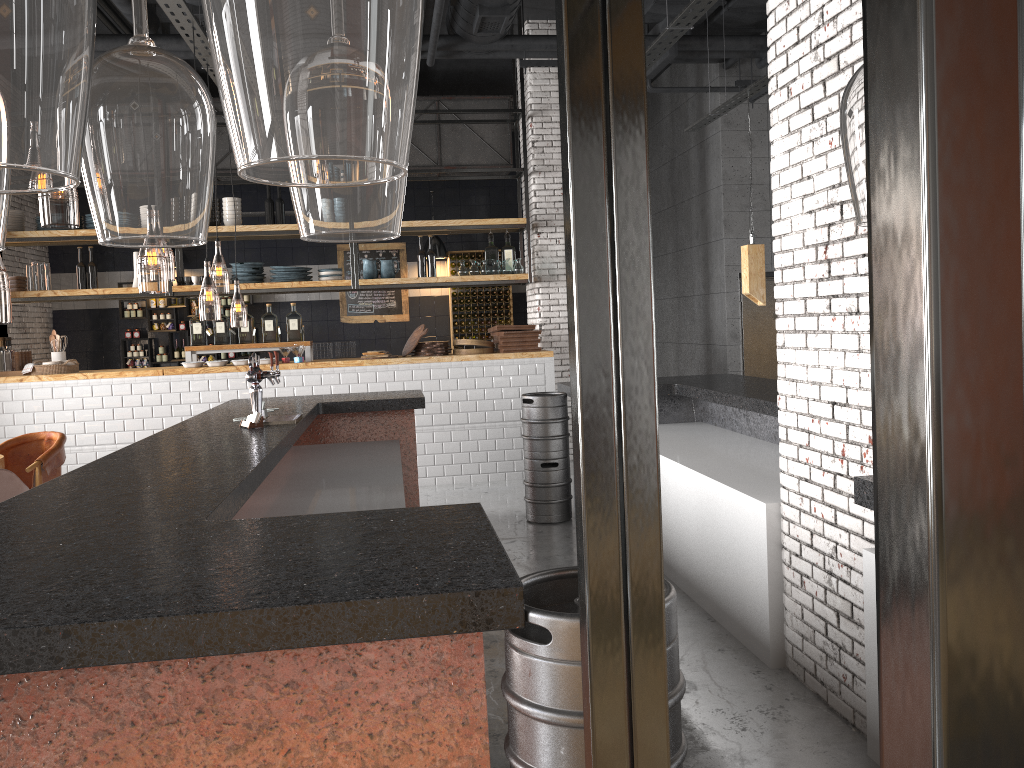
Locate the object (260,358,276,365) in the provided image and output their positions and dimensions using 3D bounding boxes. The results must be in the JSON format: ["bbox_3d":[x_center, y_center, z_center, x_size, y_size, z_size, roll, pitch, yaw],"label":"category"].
[{"bbox_3d":[-2.483,-0.231,8.943,0.216,0.060,0.324,-3,4,-8],"label":"object"}]

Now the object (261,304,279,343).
[{"bbox_3d":[-2.527,-0.634,9.253,0.154,0.404,0.154,-3,3,-8],"label":"object"}]

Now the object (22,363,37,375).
[{"bbox_3d":[-4.656,-0.156,8.727,0.187,0.110,0.283,0,4,29],"label":"object"}]

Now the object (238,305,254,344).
[{"bbox_3d":[-2.768,-0.621,9.224,0.154,0.404,0.154,-3,3,-8],"label":"object"}]

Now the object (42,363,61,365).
[{"bbox_3d":[-4.510,-0.166,8.689,0.160,0.075,0.161,-5,4,-30],"label":"object"}]

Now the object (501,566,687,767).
[{"bbox_3d":[0.188,0.955,1.938,0.399,1.034,0.398,-1,3,27],"label":"object"}]

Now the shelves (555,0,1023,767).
[{"bbox_3d":[0.710,-0.971,0.618,3.660,5.014,0.690,-3,3,-8],"label":"shelves"}]

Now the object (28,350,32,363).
[{"bbox_3d":[-4.922,-0.226,9.036,0.056,0.248,0.056,0,4,45],"label":"object"}]

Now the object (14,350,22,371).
[{"bbox_3d":[-4.886,-0.210,8.778,0.056,0.248,0.056,0,4,45],"label":"object"}]

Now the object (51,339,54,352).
[{"bbox_3d":[-4.577,-0.286,8.898,0.052,0.328,0.071,0,3,38],"label":"object"}]

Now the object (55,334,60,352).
[{"bbox_3d":[-4.537,-0.312,8.862,0.033,0.369,0.137,-5,4,-41],"label":"object"}]

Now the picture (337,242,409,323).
[{"bbox_3d":[-1.999,-1.452,12.787,0.980,1.141,0.021,-3,3,-8],"label":"picture"}]

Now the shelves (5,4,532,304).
[{"bbox_3d":[-2.693,-2.501,9.456,5.677,3.063,0.598,-3,3,-8],"label":"shelves"}]

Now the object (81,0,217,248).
[{"bbox_3d":[-0.278,-0.240,0.667,0.101,0.267,0.101,-5,4,-44],"label":"object"}]

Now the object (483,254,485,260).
[{"bbox_3d":[-0.374,-1.828,12.688,0.079,0.079,0.284,-3,4,-8],"label":"object"}]

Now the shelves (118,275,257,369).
[{"bbox_3d":[-4.481,-0.741,12.301,1.761,1.481,0.157,-3,3,-8],"label":"shelves"}]

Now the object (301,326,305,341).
[{"bbox_3d":[-2.172,-0.527,9.226,0.034,0.163,0.061,-1,3,25],"label":"object"}]

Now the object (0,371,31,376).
[{"bbox_3d":[-5.034,-0.108,8.874,0.411,0.050,0.412,-3,4,-9],"label":"object"}]

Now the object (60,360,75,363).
[{"bbox_3d":[-4.425,-0.198,8.828,0.161,0.078,0.160,-6,5,-45],"label":"object"}]

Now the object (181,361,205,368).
[{"bbox_3d":[-3.181,-0.193,8.855,0.216,0.055,0.324,-3,4,-8],"label":"object"}]

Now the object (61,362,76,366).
[{"bbox_3d":[-4.422,-0.179,8.828,0.161,0.075,0.160,-6,5,-45],"label":"object"}]

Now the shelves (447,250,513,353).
[{"bbox_3d":[-0.438,-0.843,12.810,0.889,2.146,0.251,-3,3,-8],"label":"shelves"}]

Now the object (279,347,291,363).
[{"bbox_3d":[-2.300,-0.295,8.996,0.122,0.165,0.112,-1,3,26],"label":"object"}]

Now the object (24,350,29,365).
[{"bbox_3d":[-4.910,-0.220,8.950,0.056,0.248,0.056,0,4,45],"label":"object"}]

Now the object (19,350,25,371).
[{"bbox_3d":[-4.898,-0.215,8.864,0.056,0.248,0.056,0,4,45],"label":"object"}]

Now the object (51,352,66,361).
[{"bbox_3d":[-4.552,-0.221,8.913,0.129,0.204,0.129,-1,3,28],"label":"object"}]

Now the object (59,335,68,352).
[{"bbox_3d":[-4.523,-0.312,8.912,0.123,0.358,0.076,-2,3,8],"label":"object"}]

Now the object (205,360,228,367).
[{"bbox_3d":[-2.948,-0.206,8.874,0.216,0.059,0.324,-3,4,-8],"label":"object"}]

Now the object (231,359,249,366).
[{"bbox_3d":[-2.714,-0.218,8.928,0.216,0.055,0.324,-3,4,-8],"label":"object"}]

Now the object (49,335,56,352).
[{"bbox_3d":[-4.602,-0.318,8.921,0.087,0.355,0.026,-2,3,15],"label":"object"}]

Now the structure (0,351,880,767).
[{"bbox_3d":[0.225,0.540,4.757,4.311,1.532,5.882,-3,4,-8],"label":"structure"}]

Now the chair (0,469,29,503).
[{"bbox_3d":[-3.583,0.958,5.801,0.802,0.849,0.771,0,4,42],"label":"chair"}]

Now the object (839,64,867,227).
[{"bbox_3d":[0.330,-0.271,0.750,0.101,0.267,0.101,-2,3,6],"label":"object"}]

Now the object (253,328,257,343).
[{"bbox_3d":[-2.661,-0.503,9.184,0.031,0.163,0.046,-2,3,17],"label":"object"}]

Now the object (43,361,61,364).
[{"bbox_3d":[-4.509,-0.185,8.691,0.160,0.078,0.161,-5,4,-30],"label":"object"}]

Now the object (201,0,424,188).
[{"bbox_3d":[-0.093,-0.230,0.404,0.101,0.267,0.101,-1,3,23],"label":"object"}]

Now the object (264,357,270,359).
[{"bbox_3d":[-2.436,-0.257,8.856,0.039,0.021,0.203,-5,4,-31],"label":"object"}]

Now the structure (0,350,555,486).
[{"bbox_3d":[-2.513,0.434,9.530,5.801,1.344,1.512,-3,3,-8],"label":"structure"}]

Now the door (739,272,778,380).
[{"bbox_3d":[3.224,-0.302,10.703,1.120,2.101,0.158,-3,3,-8],"label":"door"}]

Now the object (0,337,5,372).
[{"bbox_3d":[-5.037,-0.277,8.763,0.070,0.367,0.107,-3,3,-9],"label":"object"}]

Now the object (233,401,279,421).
[{"bbox_3d":[-1.686,0.147,5.867,0.200,0.106,0.767,-3,4,-8],"label":"object"}]

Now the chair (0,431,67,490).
[{"bbox_3d":[-3.729,0.858,6.891,0.681,0.928,0.644,-2,3,15],"label":"chair"}]

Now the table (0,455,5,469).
[{"bbox_3d":[-4.077,0.962,6.229,0.932,0.809,0.933,0,4,35],"label":"table"}]

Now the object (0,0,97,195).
[{"bbox_3d":[-0.238,-0.222,0.384,0.101,0.267,0.101,-5,4,-44],"label":"object"}]

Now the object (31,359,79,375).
[{"bbox_3d":[-4.536,-0.164,8.794,0.437,0.156,0.420,-5,5,-35],"label":"object"}]

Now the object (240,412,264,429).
[{"bbox_3d":[-1.488,0.201,5.061,0.091,0.091,0.177,-5,4,-33],"label":"object"}]

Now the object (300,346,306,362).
[{"bbox_3d":[-2.168,-0.305,9.071,0.122,0.165,0.112,-5,4,-44],"label":"object"}]

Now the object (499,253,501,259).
[{"bbox_3d":[-0.192,-1.840,12.752,0.079,0.079,0.284,-3,4,-8],"label":"object"}]

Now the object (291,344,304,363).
[{"bbox_3d":[-2.160,-0.309,8.944,0.128,0.189,0.123,-2,3,1],"label":"object"}]

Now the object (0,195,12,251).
[{"bbox_3d":[-0.424,-0.232,0.647,0.101,0.267,0.101,-5,4,-44],"label":"object"}]

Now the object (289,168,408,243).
[{"bbox_3d":[-0.132,-0.247,0.687,0.101,0.267,0.101,-1,3,23],"label":"object"}]

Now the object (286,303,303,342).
[{"bbox_3d":[-2.282,-0.647,9.291,0.154,0.404,0.154,-3,3,-8],"label":"object"}]

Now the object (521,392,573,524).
[{"bbox_3d":[0.282,0.593,7.216,0.399,1.034,0.398,-1,3,27],"label":"object"}]

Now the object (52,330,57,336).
[{"bbox_3d":[-4.603,-0.404,8.947,0.090,0.289,0.017,-1,3,29],"label":"object"}]

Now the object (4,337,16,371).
[{"bbox_3d":[-4.972,-0.280,8.773,0.070,0.367,0.107,-3,3,-9],"label":"object"}]

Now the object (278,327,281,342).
[{"bbox_3d":[-2.413,-0.514,9.196,0.024,0.163,0.062,-3,3,-17],"label":"object"}]
